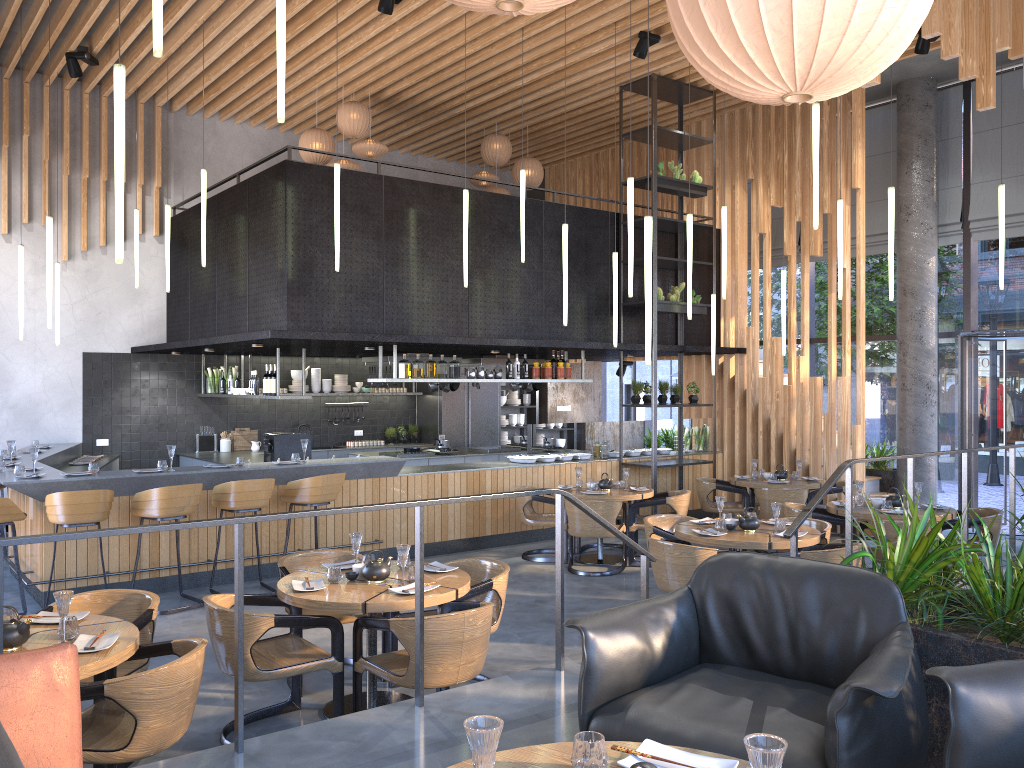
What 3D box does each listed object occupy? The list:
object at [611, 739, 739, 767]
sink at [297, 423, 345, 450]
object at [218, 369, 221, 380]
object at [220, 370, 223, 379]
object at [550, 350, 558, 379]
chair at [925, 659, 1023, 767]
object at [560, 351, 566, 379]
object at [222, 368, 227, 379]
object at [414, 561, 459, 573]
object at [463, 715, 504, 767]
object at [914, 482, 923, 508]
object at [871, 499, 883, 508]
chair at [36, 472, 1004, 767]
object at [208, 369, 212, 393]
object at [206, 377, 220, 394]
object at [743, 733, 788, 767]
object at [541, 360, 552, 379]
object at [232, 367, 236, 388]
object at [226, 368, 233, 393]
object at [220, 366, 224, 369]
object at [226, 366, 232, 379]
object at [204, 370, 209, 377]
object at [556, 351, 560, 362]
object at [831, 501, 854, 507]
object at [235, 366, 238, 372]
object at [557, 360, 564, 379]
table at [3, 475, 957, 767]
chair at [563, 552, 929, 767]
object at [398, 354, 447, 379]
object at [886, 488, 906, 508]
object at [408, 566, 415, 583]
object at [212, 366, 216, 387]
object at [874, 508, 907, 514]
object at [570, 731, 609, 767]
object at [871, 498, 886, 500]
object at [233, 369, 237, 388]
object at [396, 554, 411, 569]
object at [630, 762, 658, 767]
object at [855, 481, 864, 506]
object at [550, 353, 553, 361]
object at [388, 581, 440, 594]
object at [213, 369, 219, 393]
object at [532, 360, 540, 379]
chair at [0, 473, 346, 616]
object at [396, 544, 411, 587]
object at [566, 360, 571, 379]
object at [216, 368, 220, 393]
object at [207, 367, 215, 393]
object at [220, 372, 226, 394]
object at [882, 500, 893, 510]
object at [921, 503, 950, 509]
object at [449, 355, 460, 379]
[{"bbox_3d":[0.368,0.899,2.098,0.294,0.025,0.170,0,0,33],"label":"object"},{"bbox_3d":[-3.115,0.874,13.392,1.111,0.547,0.498,0,0,-37],"label":"sink"},{"bbox_3d":[-4.154,-0.043,12.666,0.056,0.349,0.169,0,0,-42],"label":"object"},{"bbox_3d":[-4.002,-0.033,12.273,0.054,0.330,0.220,0,0,-5],"label":"object"},{"bbox_3d":[0.526,-0.247,11.195,0.105,0.380,0.105,0,0,-7],"label":"object"},{"bbox_3d":[1.478,0.890,1.787,0.833,0.743,1.030,0,0,-23],"label":"chair"},{"bbox_3d":[0.636,-0.247,11.241,0.105,0.380,0.105,0,0,28],"label":"object"},{"bbox_3d":[-3.972,-0.047,12.351,0.141,0.356,0.057,0,0,-22],"label":"object"},{"bbox_3d":[-0.477,1.112,5.385,0.170,0.025,0.294,0,0,-40],"label":"object"},{"bbox_3d":[-0.057,0.797,1.792,0.082,0.227,0.082,0,0,6],"label":"object"},{"bbox_3d":[3.704,1.011,8.079,0.082,0.227,0.082,0,0,35],"label":"object"},{"bbox_3d":[3.342,1.092,8.098,0.116,0.065,0.116,0,0,21],"label":"object"},{"bbox_3d":[0.296,1.499,7.299,9.749,0.759,4.352,0,0,-36],"label":"chair"},{"bbox_3d":[-4.268,-0.042,12.538,0.055,0.345,0.118,0,0,-22],"label":"object"},{"bbox_3d":[-4.192,0.022,12.576,0.248,0.231,0.234,0,0,-27],"label":"object"},{"bbox_3d":[0.485,0.797,1.697,0.082,0.227,0.082,0,0,35],"label":"object"},{"bbox_3d":[0.436,-0.180,11.175,0.096,0.246,0.235,0,0,-17],"label":"object"},{"bbox_3d":[-3.835,-0.052,12.260,0.047,0.365,0.105,0,0,-1],"label":"object"},{"bbox_3d":[-3.919,-0.042,12.249,0.118,0.345,0.055,0,0,-4],"label":"object"},{"bbox_3d":[-4.088,-0.061,12.546,0.046,0.386,0.084,0,0,16],"label":"object"},{"bbox_3d":[-3.921,-0.059,12.303,0.113,0.381,0.056,0,0,-5],"label":"object"},{"bbox_3d":[-4.271,-0.033,12.624,0.220,0.330,0.054,0,0,-24],"label":"object"},{"bbox_3d":[0.596,-0.247,11.404,0.105,0.380,0.105,0,0,13],"label":"object"},{"bbox_3d":[3.069,1.112,8.237,0.170,0.025,0.294,0,0,11],"label":"object"},{"bbox_3d":[-3.869,-0.061,12.422,0.084,0.386,0.046,0,0,34],"label":"object"},{"bbox_3d":[0.608,-0.180,11.113,0.096,0.246,0.096,0,0,8],"label":"object"},{"bbox_3d":[1.781,1.395,6.474,10.659,0.968,6.876,0,0,-37],"label":"table"},{"bbox_3d":[0.755,0.967,2.777,1.030,0.743,0.833,0,0,38],"label":"chair"},{"bbox_3d":[-0.989,-0.196,9.983,0.630,0.274,0.139,0,0,-39],"label":"object"},{"bbox_3d":[3.489,1.035,8.076,0.168,0.179,0.163,0,0,19],"label":"object"},{"bbox_3d":[-0.548,1.081,5.025,0.086,0.086,0.086,0,0,35],"label":"object"},{"bbox_3d":[-4.218,-0.059,12.557,0.056,0.381,0.113,0,0,-24],"label":"object"},{"bbox_3d":[3.310,1.112,7.732,0.294,0.025,0.170,0,0,33],"label":"object"},{"bbox_3d":[0.181,0.868,2.074,0.086,0.086,0.086,0,0,-33],"label":"object"},{"bbox_3d":[3.522,1.112,8.508,0.294,0.025,0.170,0,0,11],"label":"object"},{"bbox_3d":[-3.852,-0.043,12.329,0.057,0.347,0.093,0,0,-40],"label":"object"},{"bbox_3d":[-0.662,1.081,5.416,0.086,0.086,0.086,0,0,-12],"label":"object"},{"bbox_3d":[0.270,0.821,1.695,0.168,0.179,0.163,0,0,19],"label":"object"},{"bbox_3d":[3.203,1.011,8.172,0.082,0.227,0.082,0,0,-17],"label":"object"},{"bbox_3d":[0.525,-0.247,11.308,0.105,0.380,0.105,0,0,38],"label":"object"},{"bbox_3d":[-0.514,1.112,4.838,0.170,0.025,0.294,0,0,38],"label":"object"},{"bbox_3d":[-4.171,-0.043,12.500,0.057,0.347,0.093,0,0,32],"label":"object"},{"bbox_3d":[0.305,-0.180,11.146,0.096,0.246,0.096,0,0,8],"label":"object"},{"bbox_3d":[-4.528,1.355,8.596,5.395,1.047,2.787,0,0,30],"label":"chair"},{"bbox_3d":[-0.605,1.011,4.936,0.082,0.227,0.082,0,0,-16],"label":"object"},{"bbox_3d":[0.710,-0.180,11.353,0.096,0.246,0.096,0,0,8],"label":"object"},{"bbox_3d":[-4.188,-0.047,12.621,0.057,0.356,0.141,0,0,-41],"label":"object"},{"bbox_3d":[-4.231,-0.052,12.462,0.105,0.365,0.047,0,0,-19],"label":"object"},{"bbox_3d":[-3.941,-0.014,12.101,0.073,0.305,0.072,0,0,-40],"label":"object"},{"bbox_3d":[3.340,1.081,7.892,0.086,0.086,0.086,0,0,-29],"label":"object"},{"bbox_3d":[3.837,1.112,8.059,0.170,0.025,0.294,0,0,-1],"label":"object"},{"bbox_3d":[-0.661,-0.196,10.218,0.105,0.274,0.105,0,0,-37],"label":"object"}]
